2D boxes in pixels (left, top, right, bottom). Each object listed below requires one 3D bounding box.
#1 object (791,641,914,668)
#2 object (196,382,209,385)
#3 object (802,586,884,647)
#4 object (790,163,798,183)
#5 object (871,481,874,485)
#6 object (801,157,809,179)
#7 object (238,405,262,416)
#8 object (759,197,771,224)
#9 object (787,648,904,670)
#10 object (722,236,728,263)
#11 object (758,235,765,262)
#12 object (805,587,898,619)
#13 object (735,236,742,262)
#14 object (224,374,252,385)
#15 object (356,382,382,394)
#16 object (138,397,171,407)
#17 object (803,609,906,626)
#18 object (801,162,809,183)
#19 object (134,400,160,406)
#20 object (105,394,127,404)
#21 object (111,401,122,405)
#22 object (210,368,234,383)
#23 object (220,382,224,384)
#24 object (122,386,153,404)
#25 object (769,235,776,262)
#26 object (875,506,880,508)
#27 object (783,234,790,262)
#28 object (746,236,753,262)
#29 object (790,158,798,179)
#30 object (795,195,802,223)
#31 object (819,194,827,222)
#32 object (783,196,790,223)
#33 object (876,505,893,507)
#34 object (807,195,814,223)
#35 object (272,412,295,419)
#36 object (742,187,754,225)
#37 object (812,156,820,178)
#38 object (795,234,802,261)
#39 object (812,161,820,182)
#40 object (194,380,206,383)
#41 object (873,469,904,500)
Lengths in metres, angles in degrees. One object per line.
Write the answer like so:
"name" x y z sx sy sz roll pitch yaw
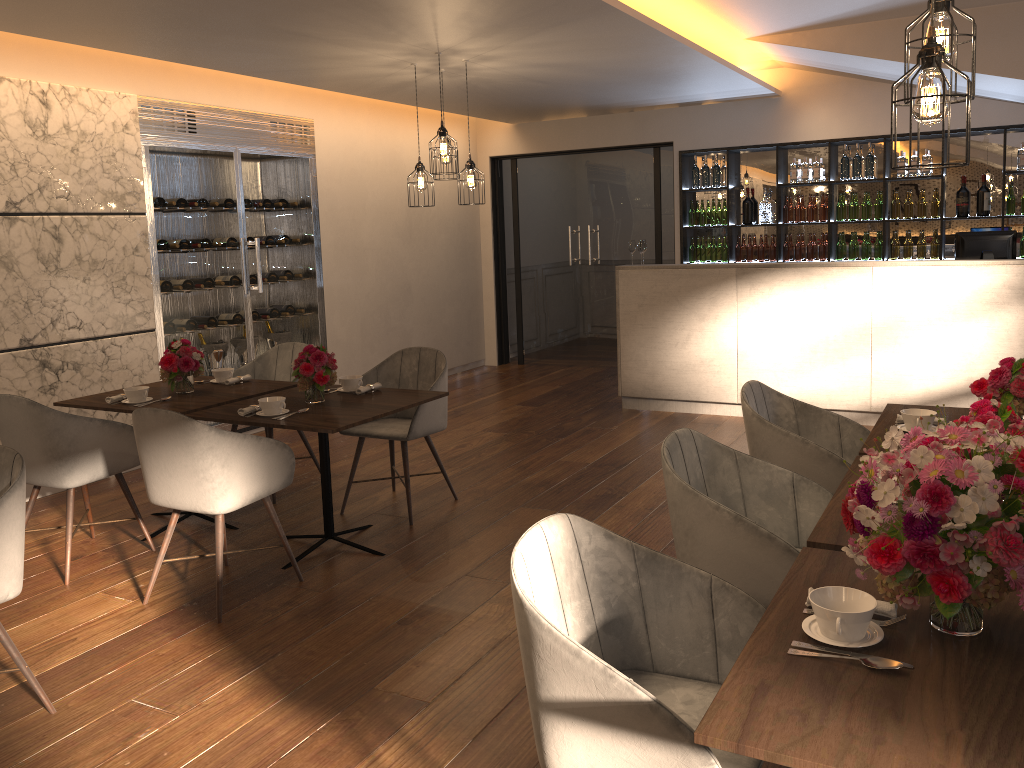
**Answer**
"object" 0.622 0.496 1.624 0.211 0.004 0.022 3 11 29
"object" -1.721 -0.012 5.052 0.022 0.004 0.212 3 11 28
"object" 0.635 0.448 1.700 0.148 0.072 0.149 -5 10 -18
"object" 2.647 -1.978 8.308 0.070 0.189 0.041 2 8 28
"object" 1.136 0.288 2.612 0.176 0.039 0.056 3 10 29
"object" 2.733 -2.009 8.255 0.069 0.207 0.040 2 8 28
"object" -1.195 0.115 4.103 0.056 0.039 0.177 3 11 28
"object" 2.432 -1.676 8.501 0.108 0.280 0.109 -4 7 -15
"object" 0.598 0.496 1.596 0.197 0.015 0.043 3 11 25
"object" 2.101 -1.330 8.735 0.065 0.260 0.066 -1 7 7
"object" 2.412 -1.312 8.565 0.065 0.260 0.066 -1 7 7
"object" 0.690 0.445 1.801 0.176 0.039 0.056 3 10 29
"object" 2.218 -1.323 8.671 0.065 0.260 0.066 -1 7 7
"object" -1.540 -0.024 4.981 0.056 0.039 0.177 3 11 28
"object" -0.734 0.023 4.540 0.056 0.039 0.177 3 11 28
"object" -1.798 0.088 4.457 0.043 0.015 0.198 4 11 32
"object" 0.682 0.458 1.767 0.193 0.024 0.025 3 10 29
"object" 2.735 -1.973 8.260 0.070 0.189 0.041 2 8 28
"object" -1.819 0.091 4.477 0.022 0.004 0.212 3 11 28
"object" -2.000 0.069 4.544 0.056 0.039 0.177 3 11 28
"object" -1.965 0.076 4.536 0.025 0.024 0.194 2 11 28
"object" -1.641 -0.047 5.034 0.149 0.072 0.149 -9 12 -38
"object" -1.575 -0.017 4.990 0.025 0.024 0.194 2 11 28
"object" -1.901 0.058 4.487 0.148 0.072 0.149 -5 10 -18
"object" 2.509 -1.306 8.512 0.065 0.260 0.066 -1 7 7
"object" 1.045 0.339 2.407 0.197 0.015 0.043 3 11 25
"object" 2.619 -1.300 8.451 0.065 0.260 0.066 -1 7 7
"object" 2.315 -1.318 8.618 0.065 0.260 0.066 -1 7 7
"object" 2.645 -2.014 8.304 0.069 0.207 0.040 2 8 28
"object" 2.703 -1.652 8.357 0.065 0.260 0.066 -1 7 7
"object" 2.897 -1.641 8.251 0.065 0.260 0.066 -1 7 7
"object" 2.606 -1.658 8.410 0.065 0.260 0.066 -1 7 7
"object" 1.068 0.339 2.435 0.211 0.004 0.022 3 11 29
"object" 2.800 -1.646 8.304 0.065 0.260 0.066 -1 7 7
"object" -1.013 0.138 4.036 0.022 0.004 0.212 3 11 28
"object" 2.287 -1.724 8.582 0.104 0.357 0.105 -2 7 1
"object" 2.822 -2.004 8.207 0.069 0.207 0.040 2 8 28
"object" 2.716 -1.294 8.398 0.065 0.260 0.066 -1 7 7
"object" 2.823 -1.968 8.211 0.070 0.189 0.041 2 8 28
"object" -1.742 -0.020 5.071 0.043 0.015 0.198 4 11 32
"object" 1.081 0.291 2.511 0.148 0.072 0.149 -5 10 -18
